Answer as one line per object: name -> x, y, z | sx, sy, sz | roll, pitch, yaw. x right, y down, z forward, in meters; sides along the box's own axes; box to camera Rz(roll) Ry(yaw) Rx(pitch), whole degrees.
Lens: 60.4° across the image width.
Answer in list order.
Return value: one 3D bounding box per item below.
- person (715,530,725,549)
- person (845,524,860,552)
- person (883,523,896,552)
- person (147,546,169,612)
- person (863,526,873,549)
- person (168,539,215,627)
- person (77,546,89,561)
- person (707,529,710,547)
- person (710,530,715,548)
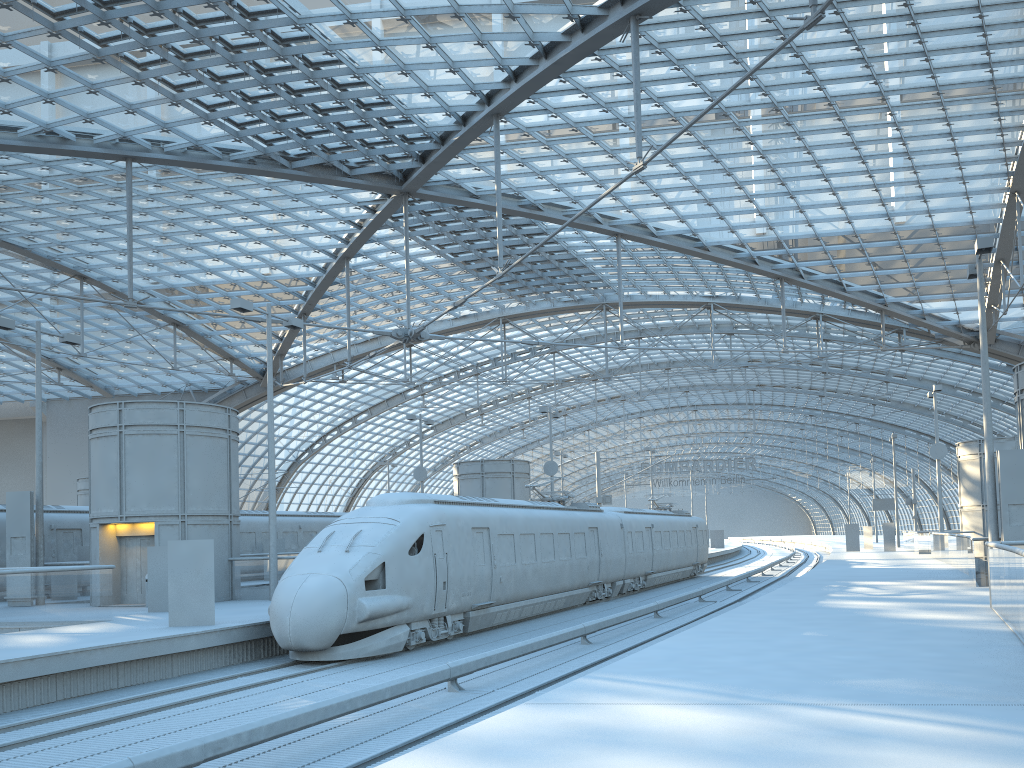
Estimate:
person -> 18.705, 14.011, 79.124 | 0.829, 1.723, 0.001 | -3, -3, 22
person -> 21.691, 9.793, 55.861 | 0.001, 1.790, 0.906 | 1, -4, -43
person -> 22.987, 9.363, 53.655 | 0.068, 1.799, 0.787 | 0, -4, -36
person -> -8.337, 4.678, 20.987 | 0.710, 1.604, 0.001 | -2, -2, 1
person -> 24.529, 10.604, 60.480 | 0.001, 1.603, 0.814 | -1, -4, -23
person -> -6.182, 3.869, 17.000 | 0.875, 1.697, 0.001 | -1, -2, -4
person -> -13.724, 6.147, 28.662 | 0.827, 1.723, 0.001 | -1, -2, -4
person -> 19.077, 15.362, 87.348 | 0.902, 1.790, 0.001 | -3, -3, 17
person -> 19.142, 14.623, 82.775 | 0.877, 1.697, 0.001 | -3, -3, 22
